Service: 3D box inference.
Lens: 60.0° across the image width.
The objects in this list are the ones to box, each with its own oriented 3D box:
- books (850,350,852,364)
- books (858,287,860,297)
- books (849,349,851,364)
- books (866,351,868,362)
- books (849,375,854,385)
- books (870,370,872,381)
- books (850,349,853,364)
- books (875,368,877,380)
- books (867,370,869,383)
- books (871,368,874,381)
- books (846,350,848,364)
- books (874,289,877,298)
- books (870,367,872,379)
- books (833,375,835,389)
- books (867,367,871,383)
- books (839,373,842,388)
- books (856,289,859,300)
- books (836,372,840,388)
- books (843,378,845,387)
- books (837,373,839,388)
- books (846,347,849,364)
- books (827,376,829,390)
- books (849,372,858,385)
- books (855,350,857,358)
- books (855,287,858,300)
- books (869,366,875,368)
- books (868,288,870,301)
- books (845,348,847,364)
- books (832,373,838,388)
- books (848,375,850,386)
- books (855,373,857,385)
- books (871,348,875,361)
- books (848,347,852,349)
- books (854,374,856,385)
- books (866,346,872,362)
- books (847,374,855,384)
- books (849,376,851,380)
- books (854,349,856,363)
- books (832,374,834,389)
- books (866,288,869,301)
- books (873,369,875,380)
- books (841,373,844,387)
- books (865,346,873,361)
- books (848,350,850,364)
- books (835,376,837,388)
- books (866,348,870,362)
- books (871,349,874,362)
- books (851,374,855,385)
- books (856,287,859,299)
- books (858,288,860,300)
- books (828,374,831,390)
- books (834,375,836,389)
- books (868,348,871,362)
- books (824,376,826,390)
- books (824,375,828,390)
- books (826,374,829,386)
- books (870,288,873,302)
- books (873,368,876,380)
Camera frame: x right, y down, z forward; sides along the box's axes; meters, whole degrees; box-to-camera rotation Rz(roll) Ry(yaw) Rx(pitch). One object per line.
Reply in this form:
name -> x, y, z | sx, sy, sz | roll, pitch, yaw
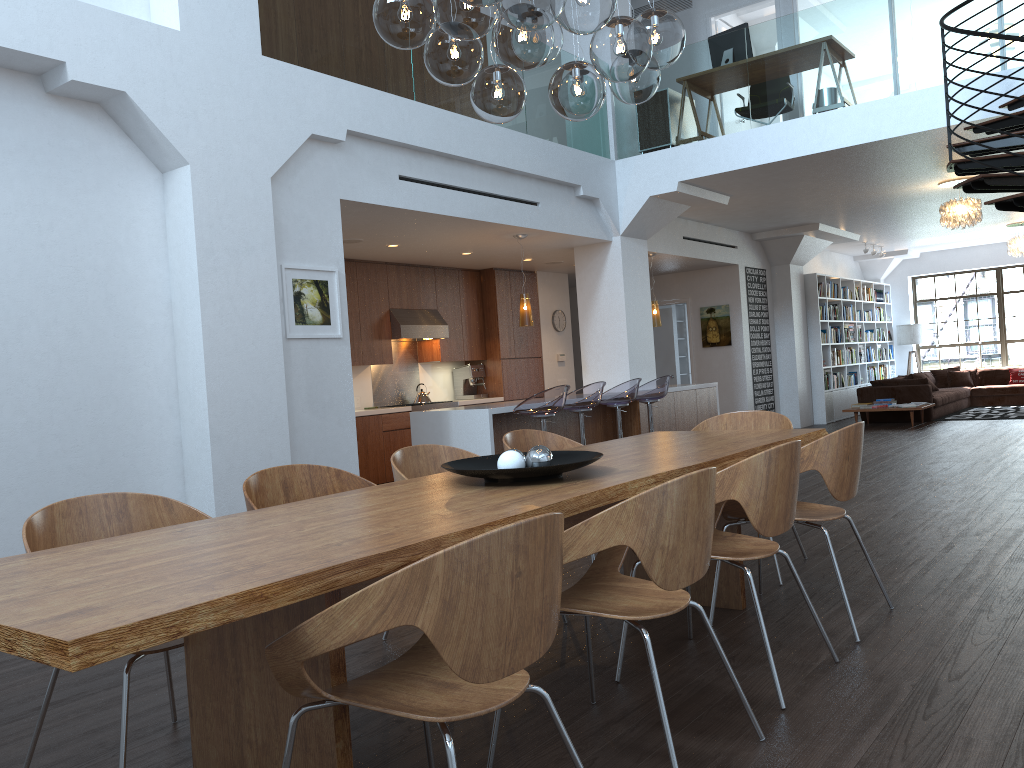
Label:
books -> 5.846, -0.466, 15.512 | 0.174, 0.240, 0.045 | -4, 1, 37
books -> 6.229, -1.628, 16.113 | 0.160, 0.251, 0.039 | -4, 1, 37
books -> 5.780, -0.467, 15.409 | 0.183, 0.253, 0.034 | -4, 1, 37
books -> 6.406, -0.520, 16.243 | 0.182, 0.255, 0.077 | -4, 1, 37
books -> 5.925, -0.062, 15.565 | 0.128, 0.178, 0.021 | -4, 1, 37
books -> 6.565, -0.137, 16.413 | 0.161, 0.223, 0.026 | -4, 1, 37
books -> 5.878, -0.475, 15.537 | 0.183, 0.253, 0.034 | -4, 1, 37
books -> 6.772, -0.173, 16.707 | 0.180, 0.259, 0.060 | -4, 1, 37
books -> 6.438, -0.135, 16.271 | 0.174, 0.240, 0.045 | -4, 1, 37
books -> 6.630, -0.158, 16.508 | 0.183, 0.253, 0.034 | -4, 1, 37
books -> 5.696, -0.459, 15.295 | 0.160, 0.250, 0.026 | -4, 1, 37
books -> 6.902, -1.687, 17.031 | 0.183, 0.253, 0.042 | -4, 1, 37
books -> 6.579, -0.172, 16.450 | 0.176, 0.290, 0.053 | -4, 1, 37
books -> 5.245, -0.028, 14.670 | 0.161, 0.223, 0.032 | -4, 1, 37
books -> 6.507, -0.163, 16.367 | 0.198, 0.284, 0.066 | -4, 1, 37
books -> 5.477, -0.063, 14.988 | 0.183, 0.253, 0.042 | -4, 1, 37
books -> 6.149, -1.599, 15.992 | 0.161, 0.207, 0.130 | -4, 1, 36
books -> 5.420, -0.061, 14.923 | 0.180, 0.259, 0.042 | -4, 1, 37
books -> 5.572, -0.047, 15.102 | 0.161, 0.207, 0.135 | -4, 1, 37
books -> 5.377, -0.051, 14.856 | 0.171, 0.246, 0.039 | -4, 1, 37
books -> 5.729, -0.482, 15.351 | 0.176, 0.290, 0.053 | -4, 1, 37
books -> 5.055, -0.012, 14.410 | 0.161, 0.223, 0.032 | -4, 1, 37
books -> 6.071, -0.101, 15.774 | 0.140, 0.231, 0.042 | -4, 1, 37
books -> 6.040, -0.478, 15.774 | 0.168, 0.231, 0.037 | -4, 1, 37
books -> 6.108, -1.610, 15.952 | 0.174, 0.236, 0.136 | -4, 1, 37
books -> 6.741, -0.186, 16.669 | 0.176, 0.290, 0.036 | -4, 1, 37
books -> 6.603, -1.661, 16.611 | 0.183, 0.253, 0.034 | -4, 1, 37
books -> 5.656, -0.473, 15.268 | 0.198, 0.284, 0.066 | -4, 1, 37
books -> 5.330, -0.052, 14.800 | 0.183, 0.253, 0.042 | -4, 1, 37
books -> 5.779, -0.053, 15.389 | 0.134, 0.184, 0.030 | -4, 1, 37
books -> 6.024, -0.082, 15.704 | 0.146, 0.202, 0.027 | -4, 1, 37
books -> 6.700, -0.542, 16.643 | 0.170, 0.251, 0.118 | -4, 1, 37
books -> 5.890, -0.495, 15.570 | 0.176, 0.290, 0.036 | -4, 1, 37
books -> 5.978, -0.078, 15.636 | 0.146, 0.202, 0.027 | -4, 1, 37
books -> 6.572, -0.550, 16.484 | 0.197, 0.290, 0.136 | -4, 1, 37
books -> 5.955, -0.077, 15.619 | 0.146, 0.202, 0.027 | -4, 1, 37
books -> 5.851, -0.050, 15.462 | 0.120, 0.167, 0.020 | -4, 1, 37
books -> 5.976, -0.484, 15.690 | 0.183, 0.253, 0.034 | -4, 1, 37
books -> 5.218, -0.040, 14.651 | 0.160, 0.251, 0.031 | -4, 1, 37
books -> 6.555, -1.653, 16.544 | 0.171, 0.246, 0.057 | -4, 1, 37
books -> 6.697, -0.157, 16.611 | 0.174, 0.240, 0.045 | -4, 1, 37
books -> 5.531, -0.058, 15.061 | 0.174, 0.236, 0.142 | -4, 1, 37
books -> 6.613, -0.555, 16.531 | 0.176, 0.293, 0.125 | -4, 1, 37
books -> 5.757, -0.465, 15.385 | 0.183, 0.253, 0.034 | -4, 1, 37
books -> 5.318, -0.026, 14.765 | 0.161, 0.223, 0.030 | -4, 1, 37
books -> 6.487, -0.526, 16.360 | 0.182, 0.255, 0.077 | -4, 1, 37
books -> 6.671, -0.535, 16.598 | 0.174, 0.242, 0.105 | -4, 1, 37
books -> 5.940, -0.070, 15.590 | 0.139, 0.191, 0.036 | -4, 1, 37
books -> 6.187, -1.625, 16.062 | 0.160, 0.251, 0.031 | -4, 1, 37
books -> 6.214, -1.613, 16.082 | 0.161, 0.223, 0.032 | -4, 1, 37
books -> 5.115, -0.032, 14.513 | 0.180, 0.251, 0.048 | -4, 1, 37
books -> 5.294, -0.033, 14.742 | 0.161, 0.223, 0.033 | -4, 1, 37
books -> 6.524, -0.527, 16.391 | 0.182, 0.253, 0.098 | -4, 1, 37
books -> 4.980, -0.006, 14.318 | 0.161, 0.223, 0.032 | -4, 1, 37
books -> 5.006, -0.017, 14.352 | 0.174, 0.240, 0.054 | -4, 1, 37
books -> 5.065, -0.029, 14.448 | 0.183, 0.253, 0.042 | -4, 1, 37
books -> 6.708, -1.670, 16.744 | 0.183, 0.253, 0.034 | -4, 1, 37
books -> 6.729, -0.166, 16.636 | 0.183, 0.253, 0.034 | -4, 1, 37
